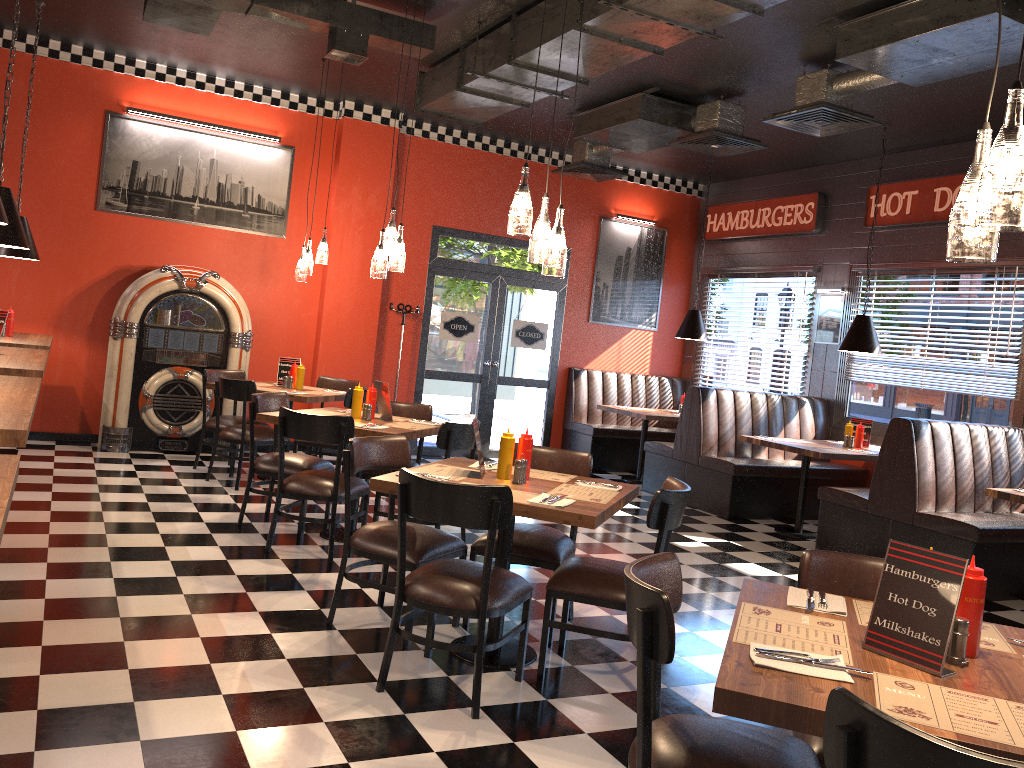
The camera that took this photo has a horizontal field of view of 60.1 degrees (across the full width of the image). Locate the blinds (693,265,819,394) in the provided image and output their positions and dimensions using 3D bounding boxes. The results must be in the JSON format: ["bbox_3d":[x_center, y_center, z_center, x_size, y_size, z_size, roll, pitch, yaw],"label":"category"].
[{"bbox_3d":[2.782,-0.553,10.402,0.099,1.634,1.874,6,2,-27],"label":"blinds"}]

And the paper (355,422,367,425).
[{"bbox_3d":[-1.075,0.240,5.553,0.366,0.001,0.261,7,3,19],"label":"paper"}]

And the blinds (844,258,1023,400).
[{"bbox_3d":[3.882,-0.540,8.266,0.100,1.205,1.874,6,2,-27],"label":"blinds"}]

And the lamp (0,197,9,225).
[{"bbox_3d":[-1.888,-1.610,3.130,0.382,2.043,0.381,6,0,14],"label":"lamp"}]

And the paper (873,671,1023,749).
[{"bbox_3d":[0.912,0.651,1.747,0.366,0.001,0.261,7,3,20],"label":"paper"}]

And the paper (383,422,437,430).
[{"bbox_3d":[-0.671,0.272,5.777,0.261,0.001,0.365,7,3,17],"label":"paper"}]

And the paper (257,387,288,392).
[{"bbox_3d":[-2.017,0.046,7.329,0.366,0.001,0.261,7,3,18],"label":"paper"}]

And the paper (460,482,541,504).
[{"bbox_3d":[-0.073,0.446,3.645,0.366,0.001,0.261,7,3,17],"label":"paper"}]

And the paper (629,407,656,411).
[{"bbox_3d":[1.450,0.282,10.131,0.365,0.001,0.262,5,3,-27],"label":"paper"}]

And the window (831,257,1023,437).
[{"bbox_3d":[3.917,-0.302,8.315,0.127,1.713,2.032,6,2,-27],"label":"window"}]

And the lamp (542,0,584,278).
[{"bbox_3d":[0.290,-1.456,3.951,0.108,1.965,0.108,6,0,-15],"label":"lamp"}]

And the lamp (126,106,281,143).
[{"bbox_3d":[-2.995,-2.529,8.673,1.441,0.056,0.081,5,3,-27],"label":"lamp"}]

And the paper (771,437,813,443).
[{"bbox_3d":[2.530,0.508,8.004,0.365,0.001,0.262,5,3,-25],"label":"paper"}]

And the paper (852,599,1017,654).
[{"bbox_3d":[1.109,0.641,2.358,0.366,0.001,0.261,7,3,17],"label":"paper"}]

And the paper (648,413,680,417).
[{"bbox_3d":[1.641,0.334,9.523,0.364,0.001,0.262,5,3,-30],"label":"paper"}]

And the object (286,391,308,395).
[{"bbox_3d":[-1.777,0.067,7.275,0.158,0.019,0.255,7,3,21],"label":"object"}]

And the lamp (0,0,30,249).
[{"bbox_3d":[-2.873,-1.817,5.084,0.382,2.043,0.381,6,0,14],"label":"lamp"}]

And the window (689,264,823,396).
[{"bbox_3d":[2.844,-0.528,10.445,0.127,1.713,2.032,6,2,-27],"label":"window"}]

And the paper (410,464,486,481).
[{"bbox_3d":[-0.299,0.401,4.049,0.261,0.001,0.365,7,3,19],"label":"paper"}]

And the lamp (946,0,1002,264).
[{"bbox_3d":[1.174,-1.263,2.058,0.108,1.965,0.108,6,0,20],"label":"lamp"}]

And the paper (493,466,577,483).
[{"bbox_3d":[0.112,0.434,4.288,0.366,0.001,0.261,7,3,16],"label":"paper"}]

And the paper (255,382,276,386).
[{"bbox_3d":[-2.236,0.002,7.736,0.261,0.001,0.365,7,3,20],"label":"paper"}]

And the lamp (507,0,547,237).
[{"bbox_3d":[0.136,-1.646,3.976,0.109,1.965,0.108,6,0,35],"label":"lamp"}]

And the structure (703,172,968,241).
[{"bbox_3d":[5.001,-1.496,6.196,0.119,0.438,11.294,6,3,-27],"label":"structure"}]

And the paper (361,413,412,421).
[{"bbox_3d":[-0.890,0.229,6.167,0.366,0.001,0.261,7,3,16],"label":"paper"}]

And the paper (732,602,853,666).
[{"bbox_3d":[0.686,0.604,2.167,0.261,0.001,0.365,7,3,18],"label":"paper"}]

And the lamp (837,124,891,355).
[{"bbox_3d":[3.214,-1.296,7.899,0.383,2.043,0.381,7,1,44],"label":"lamp"}]

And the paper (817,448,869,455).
[{"bbox_3d":[2.766,0.565,7.402,0.365,0.001,0.262,5,3,-25],"label":"paper"}]

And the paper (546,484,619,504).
[{"bbox_3d":[0.312,0.477,3.868,0.261,0.001,0.365,7,3,16],"label":"paper"}]

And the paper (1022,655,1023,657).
[{"bbox_3d":[1.320,0.684,1.964,0.261,0.001,0.365,7,3,18],"label":"paper"}]

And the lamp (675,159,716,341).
[{"bbox_3d":[2.143,-1.521,10.024,0.382,2.043,0.381,6,0,22],"label":"lamp"}]

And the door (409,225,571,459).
[{"bbox_3d":[-0.221,-0.421,10.242,1.797,2.571,0.128,6,1,-27],"label":"door"}]

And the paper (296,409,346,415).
[{"bbox_3d":[-1.309,0.193,5.969,0.261,0.001,0.365,7,3,17],"label":"paper"}]

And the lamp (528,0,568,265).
[{"bbox_3d":[0.229,-1.527,4.053,0.108,1.965,0.108,6,0,15],"label":"lamp"}]

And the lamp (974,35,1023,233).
[{"bbox_3d":[1.177,-1.316,1.934,0.108,1.965,0.109,6,0,-40],"label":"lamp"}]

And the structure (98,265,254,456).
[{"bbox_3d":[-3.170,-0.245,8.455,1.292,1.767,0.501,6,1,-27],"label":"structure"}]

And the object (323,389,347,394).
[{"bbox_3d":[-1.554,0.065,7.786,0.255,0.019,0.157,7,3,18],"label":"object"}]

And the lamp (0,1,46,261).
[{"bbox_3d":[-3.880,-2.029,7.082,0.382,2.043,0.381,6,0,14],"label":"lamp"}]

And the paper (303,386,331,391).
[{"bbox_3d":[-1.820,0.035,7.968,0.366,0.001,0.261,7,3,17],"label":"paper"}]

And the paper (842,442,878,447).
[{"bbox_3d":[3.261,0.570,8.361,0.364,0.001,0.262,5,3,-29],"label":"paper"}]

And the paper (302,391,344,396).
[{"bbox_3d":[-1.627,0.078,7.545,0.261,0.001,0.365,7,3,17],"label":"paper"}]

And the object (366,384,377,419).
[{"bbox_3d":[-0.944,0.115,5.937,0.068,0.238,0.068,6,1,-22],"label":"object"}]
